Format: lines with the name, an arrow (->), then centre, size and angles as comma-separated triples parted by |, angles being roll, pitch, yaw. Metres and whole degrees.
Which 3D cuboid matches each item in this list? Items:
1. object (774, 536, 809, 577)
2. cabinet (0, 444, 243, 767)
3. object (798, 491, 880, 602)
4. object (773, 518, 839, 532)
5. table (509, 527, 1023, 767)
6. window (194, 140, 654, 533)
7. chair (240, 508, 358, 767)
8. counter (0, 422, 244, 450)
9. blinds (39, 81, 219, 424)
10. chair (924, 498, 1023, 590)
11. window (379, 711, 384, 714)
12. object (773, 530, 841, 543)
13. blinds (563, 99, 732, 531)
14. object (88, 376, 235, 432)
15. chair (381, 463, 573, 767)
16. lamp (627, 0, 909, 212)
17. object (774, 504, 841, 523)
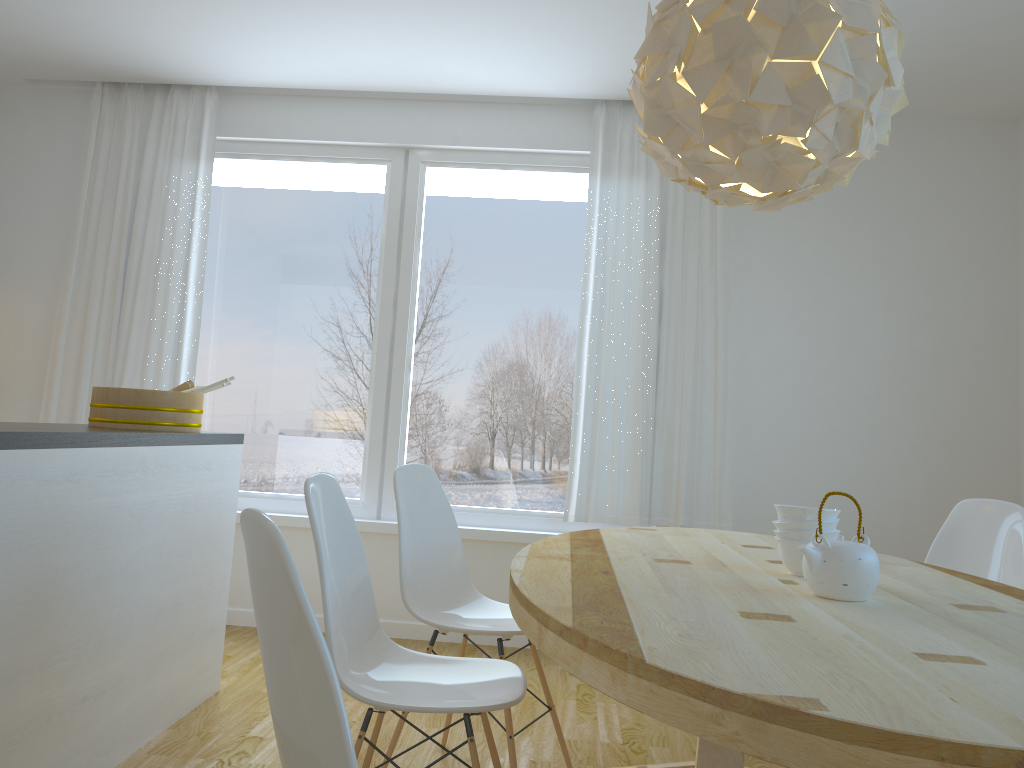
object -> 0.696, 0.408, 2.083 | 0.152, 0.083, 0.151 | 0, -5, 43
cabinet -> -1.433, 0.598, 2.179 | 0.601, 0.915, 2.386 | 3, -4, 4
object -> 0.656, 0.326, 1.806 | 0.177, 0.213, 0.146 | 3, -6, 3
object -> 0.693, 0.361, 2.092 | 0.151, 0.096, 0.151 | 2, -4, 20
table -> 0.573, 0.801, 1.952 | 1.193, 0.730, 2.177 | 3, -4, 2
window -> -0.605, -0.277, 4.569 | 2.727, 1.932, 0.087 | 3, -7, 4
chair -> -0.115, 0.628, 1.162 | 0.521, 0.908, 0.428 | 6, -7, -26
counter -> -1.404, 0.124, 2.234 | 0.601, 0.040, 2.386 | 3, -3, 4
blinds -> -1.950, -0.549, 4.490 | 0.795, 2.175, 0.149 | 3, -7, 3
chair -> 1.253, 0.794, 2.653 | 0.522, 0.908, 0.428 | 6, -6, -21
window -> 1.037, -0.287, 1.540 | 2.549, 2.068, 1.868 | 3, -5, 4
object -> 0.694, 0.385, 2.088 | 0.151, 0.093, 0.151 | 0, -6, 43
blinds -> 0.705, -0.395, 4.308 | 0.795, 2.175, 0.149 | 3, -7, 4
object -> -1.297, 0.058, 3.214 | 0.378, 0.215, 0.427 | 1, -5, 32
chair -> -0.104, 0.710, 2.646 | 0.523, 0.908, 0.427 | 1, -7, 24
lamp -> 0.624, -0.974, 2.174 | 0.647, 1.143, 0.635 | 3, -6, 3
object -> 0.698, 0.333, 2.096 | 0.152, 0.087, 0.151 | 1, -5, 32
